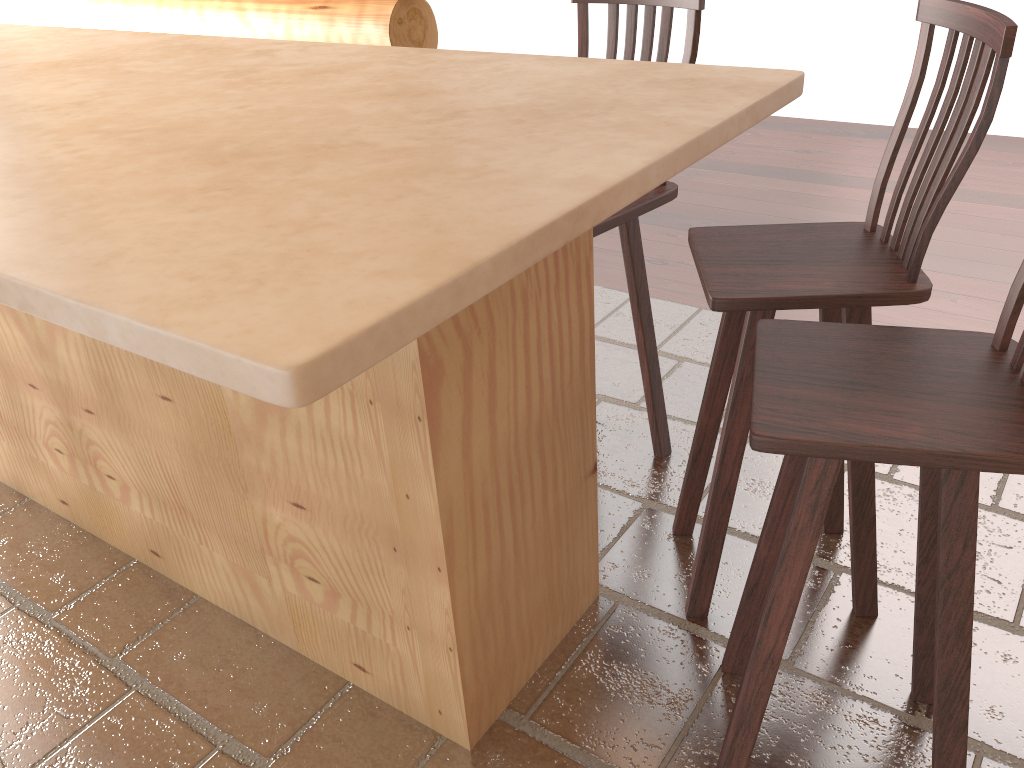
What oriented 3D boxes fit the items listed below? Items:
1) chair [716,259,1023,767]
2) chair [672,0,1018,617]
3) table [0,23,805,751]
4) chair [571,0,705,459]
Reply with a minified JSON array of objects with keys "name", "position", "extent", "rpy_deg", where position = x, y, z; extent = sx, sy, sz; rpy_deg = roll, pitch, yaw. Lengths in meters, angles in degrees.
[{"name":"chair","position":[0.636,0.164,1.483],"extent":[0.504,1.319,0.406],"rpy_deg":[4,31,15]},{"name":"chair","position":[0.639,-0.097,1.935],"extent":[0.504,1.319,0.406],"rpy_deg":[-1,30,5]},{"name":"table","position":[-1.114,-0.118,2.251],"extent":[3.220,1.257,1.196],"rpy_deg":[16,36,31]},{"name":"chair","position":[0.195,-0.335,2.400],"extent":[0.406,1.319,0.504],"rpy_deg":[24,40,39]}]
